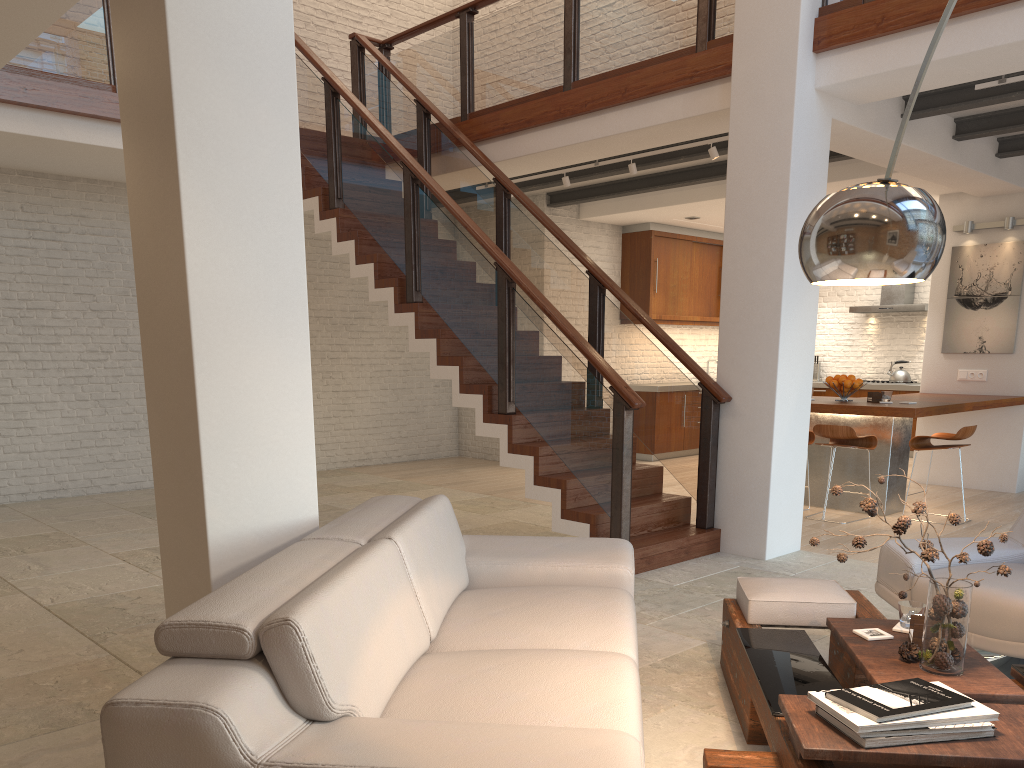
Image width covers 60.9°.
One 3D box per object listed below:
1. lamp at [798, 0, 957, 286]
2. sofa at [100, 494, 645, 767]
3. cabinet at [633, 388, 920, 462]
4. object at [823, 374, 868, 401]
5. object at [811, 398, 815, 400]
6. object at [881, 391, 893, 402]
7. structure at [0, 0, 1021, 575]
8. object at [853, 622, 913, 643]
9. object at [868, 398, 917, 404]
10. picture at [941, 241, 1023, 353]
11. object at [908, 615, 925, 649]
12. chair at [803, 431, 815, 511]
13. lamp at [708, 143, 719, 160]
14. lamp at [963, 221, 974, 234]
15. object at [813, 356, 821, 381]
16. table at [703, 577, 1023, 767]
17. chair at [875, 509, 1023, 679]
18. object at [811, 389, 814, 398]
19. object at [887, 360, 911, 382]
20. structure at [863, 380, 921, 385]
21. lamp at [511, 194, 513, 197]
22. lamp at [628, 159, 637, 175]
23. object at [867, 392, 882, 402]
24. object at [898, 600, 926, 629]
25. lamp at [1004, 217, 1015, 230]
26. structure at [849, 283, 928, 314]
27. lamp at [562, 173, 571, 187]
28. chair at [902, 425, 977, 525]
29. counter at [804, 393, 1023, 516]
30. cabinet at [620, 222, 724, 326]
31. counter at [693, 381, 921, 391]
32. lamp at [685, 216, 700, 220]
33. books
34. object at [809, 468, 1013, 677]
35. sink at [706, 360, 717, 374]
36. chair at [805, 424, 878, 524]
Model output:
[{"bbox_3d":[0.938,0.126,1.301,0.320,2.413,1.974,-1,8,-7],"label":"lamp"},{"bbox_3d":[-0.154,0.874,2.878,1.143,0.775,2.275,1,3,7],"label":"sofa"},{"bbox_3d":[3.835,-0.494,11.134,4.777,2.915,2.206,1,9,11],"label":"cabinet"},{"bbox_3d":[2.845,0.032,7.449,0.365,0.228,0.355,1,5,12],"label":"object"},{"bbox_3d":[2.558,0.118,7.688,0.203,0.036,0.283,-2,3,-43],"label":"object"},{"bbox_3d":[3.060,0.102,7.123,0.090,0.087,0.089,-4,8,-28],"label":"object"},{"bbox_3d":[1.562,-0.986,6.203,13.701,4.253,10.025,-3,5,-43],"label":"structure"},{"bbox_3d":[1.311,0.841,2.984,0.270,0.036,0.243,1,2,19],"label":"object"},{"bbox_3d":[3.087,0.138,7.150,0.196,0.036,0.390,-2,3,-40],"label":"object"},{"bbox_3d":[4.483,-0.807,8.305,0.020,1.044,0.644,-12,15,-43],"label":"picture"},{"bbox_3d":[1.370,0.821,2.880,0.094,0.084,0.112,2,6,19],"label":"object"},{"bbox_3d":[2.279,0.693,7.442,0.416,0.797,0.398,-9,14,-42],"label":"chair"},{"bbox_3d":[1.513,-1.740,6.541,0.087,0.133,0.057,1,11,7],"label":"lamp"},{"bbox_3d":[4.320,-1.483,8.250,0.079,0.107,0.077,-2,9,-15],"label":"lamp"},{"bbox_3d":[4.274,-0.233,12.472,0.065,0.386,0.317,-11,14,-43],"label":"object"},{"bbox_3d":[1.555,1.049,2.585,1.969,0.441,2.154,0,3,8],"label":"table"},{"bbox_3d":[2.246,0.722,3.609,0.967,1.044,1.005,-4,8,-26],"label":"chair"},{"bbox_3d":[2.583,0.084,7.602,0.090,0.087,0.090,7,10,44],"label":"object"},{"bbox_3d":[5.018,-0.166,11.247,0.262,0.283,0.256,-3,8,-21],"label":"object"},{"bbox_3d":[4.921,-0.022,11.522,0.583,0.033,0.801,-2,3,-43],"label":"structure"},{"bbox_3d":[-0.021,-1.799,8.145,0.059,0.132,0.084,3,10,17],"label":"lamp"},{"bbox_3d":[0.984,-1.761,7.102,0.085,0.132,0.059,-8,13,-40],"label":"lamp"},{"bbox_3d":[3.029,0.110,7.265,0.094,0.084,0.111,0,6,2],"label":"object"},{"bbox_3d":[1.383,0.803,3.019,0.091,0.087,0.089,1,7,6],"label":"object"},{"bbox_3d":[4.563,-1.473,7.996,0.079,0.107,0.077,-2,9,-15],"label":"lamp"},{"bbox_3d":[4.973,-1.437,11.261,0.451,1.020,0.971,-10,12,-43],"label":"structure"},{"bbox_3d":[0.475,-1.780,7.632,0.085,0.132,0.059,-8,13,-40],"label":"lamp"},{"bbox_3d":[3.455,0.709,6.985,0.399,0.797,0.415,-9,14,-42],"label":"chair"},{"bbox_3d":[3.345,0.593,8.028,2.469,0.945,1.664,-3,6,-43],"label":"counter"},{"bbox_3d":[2.708,-1.358,11.601,3.305,1.197,0.453,-3,10,-42],"label":"cabinet"},{"bbox_3d":[3.758,0.056,10.809,3.296,0.072,3.478,-2,3,-43],"label":"counter"},{"bbox_3d":[2.047,-1.898,9.878,0.122,0.056,0.122,-4,5,-43],"label":"lamp"},{"bbox_3d":[1.014,0.848,2.260,0.400,0.076,0.244,-1,3,-11],"label":"books"},{"bbox_3d":[1.183,0.564,2.648,0.541,0.624,0.308,2,10,17],"label":"object"},{"bbox_3d":[3.043,-0.119,12.058,0.848,0.440,0.510,-4,7,-43],"label":"sink"},{"bbox_3d":[2.647,0.707,7.059,0.416,0.797,0.398,-9,14,-42],"label":"chair"}]
